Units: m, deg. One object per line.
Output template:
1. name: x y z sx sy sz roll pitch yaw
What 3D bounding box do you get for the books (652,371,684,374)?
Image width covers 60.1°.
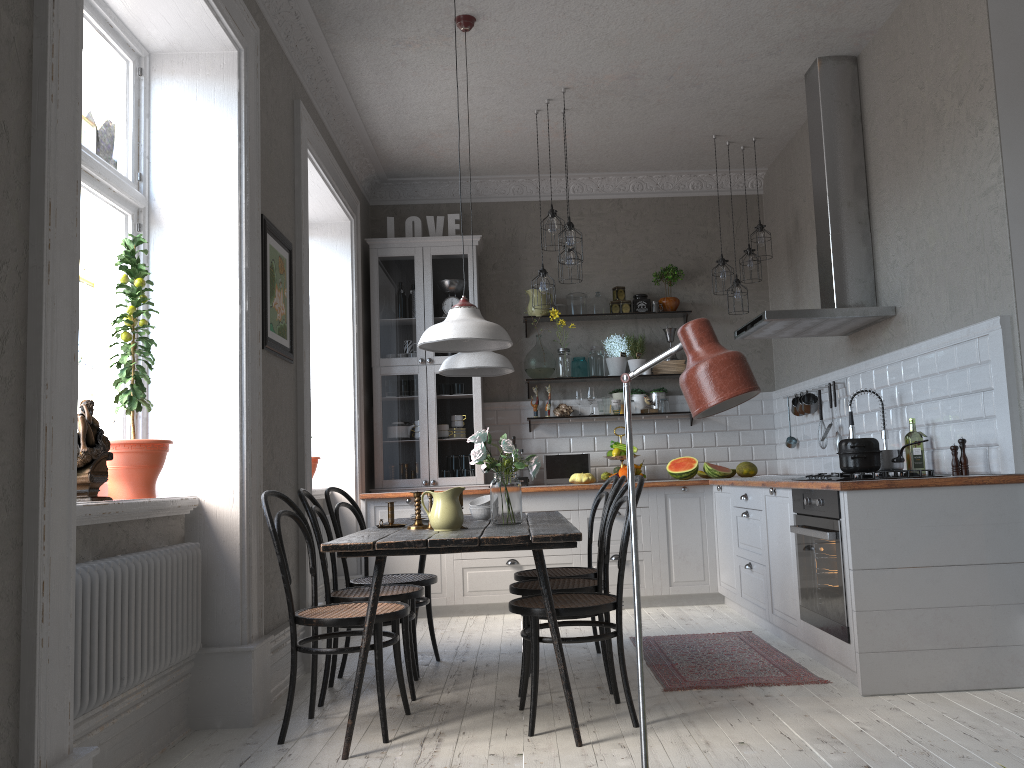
1. books: 1.233 -0.084 6.962 0.260 0.011 0.158 -3 -6 4

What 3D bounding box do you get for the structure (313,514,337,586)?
1. structure: -1.227 1.027 5.355 0.149 0.428 1.220 -2 -6 -2

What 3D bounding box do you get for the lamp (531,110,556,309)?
1. lamp: 0.175 -1.352 5.742 0.149 1.734 0.144 2 -7 -34

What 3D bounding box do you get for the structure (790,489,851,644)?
1. structure: 1.639 0.774 3.969 0.619 0.623 0.621 -2 -6 -1

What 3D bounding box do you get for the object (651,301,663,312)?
1. object: 1.134 -0.600 6.928 0.093 0.096 0.074 -2 -6 -1

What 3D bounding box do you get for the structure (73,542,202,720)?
1. structure: -1.249 0.764 2.836 0.149 0.428 1.220 -2 -6 -2

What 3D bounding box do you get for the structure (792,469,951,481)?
1. structure: 1.600 0.413 4.010 0.497 0.031 0.605 -2 -6 -1

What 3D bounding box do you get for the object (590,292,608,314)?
1. object: 0.690 -0.628 7.070 0.143 0.220 0.137 3 -8 -41

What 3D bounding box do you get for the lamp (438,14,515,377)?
1. lamp: -0.210 -0.976 4.515 0.378 1.858 0.381 -3 -6 6

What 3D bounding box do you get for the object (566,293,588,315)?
1. object: 0.511 -0.614 6.968 0.168 0.184 0.175 -7 -8 38

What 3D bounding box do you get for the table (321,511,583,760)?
1. table: -0.184 0.993 3.958 0.906 0.735 1.918 -2 -6 0

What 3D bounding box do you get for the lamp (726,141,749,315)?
1. lamp: 1.595 -1.369 6.444 0.149 1.734 0.144 1 -7 -29

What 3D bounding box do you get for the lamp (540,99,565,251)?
1. lamp: 0.228 -1.708 5.621 0.148 1.734 0.145 -1 -6 -14

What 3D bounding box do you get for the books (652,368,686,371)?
1. books: 1.233 -0.106 6.964 0.259 0.016 0.158 -3 -6 7

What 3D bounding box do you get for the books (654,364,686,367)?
1. books: 1.231 -0.138 6.968 0.260 0.011 0.158 -3 -6 4

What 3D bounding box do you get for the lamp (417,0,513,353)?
1. lamp: -0.219 -1.069 3.626 0.372 1.858 0.387 -6 -7 36

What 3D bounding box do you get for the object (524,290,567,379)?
1. object: 0.206 -0.374 6.881 0.341 0.674 0.331 2 -7 -32

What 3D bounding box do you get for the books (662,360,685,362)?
1. books: 1.230 -0.170 6.971 0.260 0.011 0.158 -3 -6 4

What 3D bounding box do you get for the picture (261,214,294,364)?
1. picture: -1.115 -0.435 4.230 0.020 0.619 0.520 -2 -6 0

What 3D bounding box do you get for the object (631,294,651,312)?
1. object: 1.022 -0.624 7.025 0.142 0.174 0.142 -2 -6 -1

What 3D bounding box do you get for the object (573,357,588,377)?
1. object: 0.532 -0.123 6.966 0.126 0.172 0.126 -2 -6 2

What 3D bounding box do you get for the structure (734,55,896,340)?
1. structure: 1.699 -1.114 5.222 0.714 1.595 0.711 -2 -6 -1

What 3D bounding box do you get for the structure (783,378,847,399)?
1. structure: 2.024 0.049 5.978 0.094 0.053 1.084 -2 -6 0

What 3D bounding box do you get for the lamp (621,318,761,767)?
1. lamp: 0.215 0.333 1.159 0.246 0.839 0.141 -6 -7 34

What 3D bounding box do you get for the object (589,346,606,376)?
1. object: 0.677 -0.167 7.037 0.131 0.264 0.132 -3 -6 4

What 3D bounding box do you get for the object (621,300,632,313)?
1. object: 0.899 -0.595 6.968 0.082 0.113 0.083 -3 -6 9

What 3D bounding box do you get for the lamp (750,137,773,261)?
1. lamp: 1.759 -1.761 6.426 0.149 1.734 0.144 1 -7 -29

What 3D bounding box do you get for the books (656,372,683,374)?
1. books: 1.234 -0.073 6.961 0.261 0.011 0.158 -2 -6 1

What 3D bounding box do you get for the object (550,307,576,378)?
1. object: 0.382 -0.318 6.837 0.193 0.540 0.279 -1 -6 -9

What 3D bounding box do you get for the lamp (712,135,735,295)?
1. lamp: 1.461 -1.500 6.318 0.144 1.734 0.149 -6 -7 31

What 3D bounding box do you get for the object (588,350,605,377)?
1. object: 0.654 -0.154 6.884 0.123 0.206 0.126 -4 -6 21

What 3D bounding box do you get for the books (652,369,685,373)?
1. books: 1.233 -0.095 6.963 0.259 0.016 0.159 -3 -6 11

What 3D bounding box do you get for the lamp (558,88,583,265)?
1. lamp: 0.327 -1.599 5.453 0.150 1.734 0.143 4 -8 -44

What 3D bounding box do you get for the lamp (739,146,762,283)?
1. lamp: 1.723 -1.614 6.580 0.143 1.734 0.150 -7 -8 41

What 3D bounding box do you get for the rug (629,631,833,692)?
1. rug: 1.006 1.347 4.381 0.737 0.014 1.288 -2 -6 0

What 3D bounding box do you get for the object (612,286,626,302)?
1. object: 0.842 -0.705 6.969 0.084 0.113 0.081 0 -6 -21

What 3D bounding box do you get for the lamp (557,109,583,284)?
1. lamp: 0.344 -1.516 5.761 0.148 1.734 0.145 -1 -6 -14

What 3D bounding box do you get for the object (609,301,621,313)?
1. object: 0.812 -0.591 6.969 0.083 0.113 0.082 -2 -6 -1

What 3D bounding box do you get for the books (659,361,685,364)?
1. books: 1.231 -0.159 6.970 0.259 0.016 0.158 -3 -6 7

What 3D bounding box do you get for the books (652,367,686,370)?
1. books: 1.232 -0.116 6.966 0.260 0.011 0.158 -3 -6 4

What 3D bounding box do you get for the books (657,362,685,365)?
1. books: 1.231 -0.149 6.969 0.259 0.016 0.159 -3 -6 11

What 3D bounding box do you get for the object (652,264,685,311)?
1. object: 1.251 -0.749 6.999 0.257 0.397 0.245 -5 -6 23

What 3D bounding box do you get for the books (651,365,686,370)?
1. books: 1.232 -0.128 6.967 0.261 0.011 0.158 -2 -6 1
